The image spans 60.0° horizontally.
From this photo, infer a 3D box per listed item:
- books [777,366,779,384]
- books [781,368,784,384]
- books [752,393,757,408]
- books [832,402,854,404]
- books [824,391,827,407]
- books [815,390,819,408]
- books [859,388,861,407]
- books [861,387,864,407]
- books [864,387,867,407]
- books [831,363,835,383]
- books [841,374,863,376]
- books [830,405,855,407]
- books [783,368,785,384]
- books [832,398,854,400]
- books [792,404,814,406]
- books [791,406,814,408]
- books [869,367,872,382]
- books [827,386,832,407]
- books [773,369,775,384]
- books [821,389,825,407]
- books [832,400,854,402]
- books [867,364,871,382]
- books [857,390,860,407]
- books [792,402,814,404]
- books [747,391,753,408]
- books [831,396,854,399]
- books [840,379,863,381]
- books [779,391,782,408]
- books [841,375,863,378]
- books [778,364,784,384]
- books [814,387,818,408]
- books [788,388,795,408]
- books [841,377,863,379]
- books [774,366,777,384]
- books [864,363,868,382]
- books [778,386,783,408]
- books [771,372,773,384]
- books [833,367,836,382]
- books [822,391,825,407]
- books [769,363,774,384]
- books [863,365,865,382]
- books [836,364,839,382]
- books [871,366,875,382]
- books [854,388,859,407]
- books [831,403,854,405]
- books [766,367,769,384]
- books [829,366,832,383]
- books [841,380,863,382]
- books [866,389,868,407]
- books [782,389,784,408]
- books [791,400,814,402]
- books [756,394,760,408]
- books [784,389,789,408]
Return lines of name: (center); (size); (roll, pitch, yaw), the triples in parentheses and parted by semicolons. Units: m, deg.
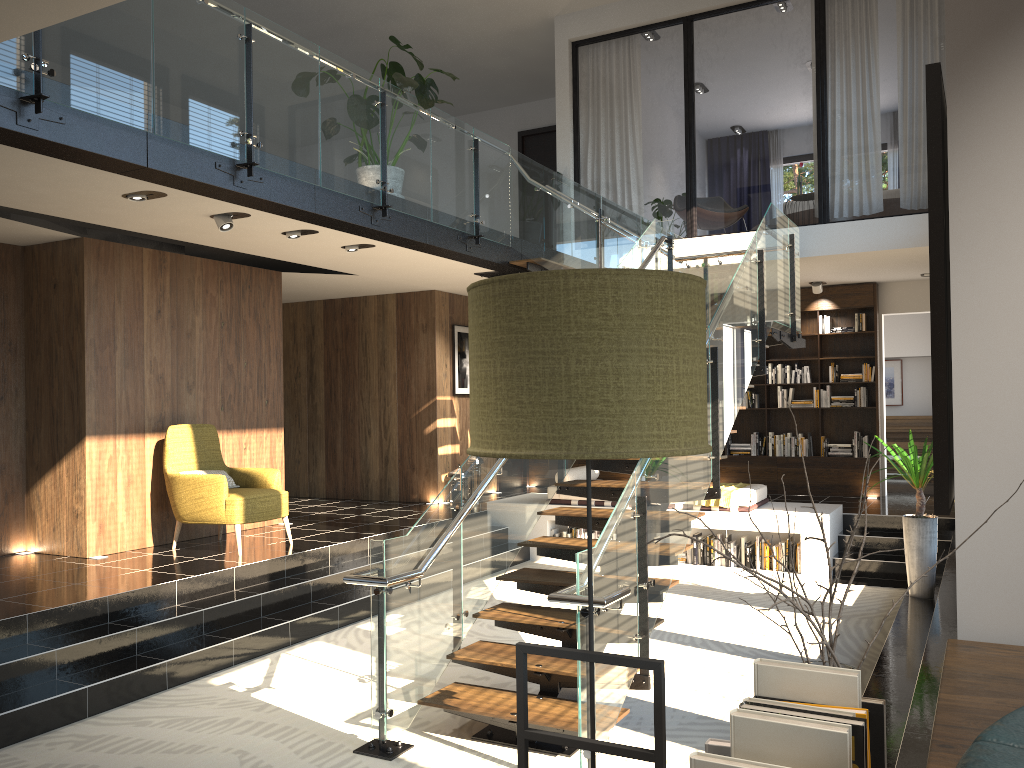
books: (3.521, -0.121, 11.682); (0.027, 0.239, 0.153); (-1, -1, 28)
books: (3.576, -0.103, 11.670); (0.026, 0.201, 0.146); (-1, -1, 28)
books: (3.246, 0.220, 11.845); (0.028, 0.210, 0.169); (-1, -1, 28)
books: (4.226, 0.236, 11.314); (0.247, 0.022, 0.148); (-2, -1, 29)
books: (4.038, 0.195, 11.377); (0.026, 0.209, 0.184); (-1, -1, 28)
books: (3.961, 0.188, 11.459); (0.037, 0.232, 0.231); (-1, -1, 28)
books: (4.412, 0.167, 11.206); (0.023, 0.246, 0.147); (-1, -1, 28)
books: (4.423, 0.163, 11.175); (0.026, 0.251, 0.178); (-1, -1, 28)
books: (4.456, 0.165, 11.184); (0.022, 0.247, 0.132); (-1, -1, 28)
books: (4.129, -0.146, 11.396); (0.023, 0.261, 0.146); (-1, -1, 28)
books: (4.336, -0.115, 11.303); (0.246, 0.021, 0.148); (-2, -1, 28)
books: (4.216, 0.282, 11.295); (0.288, 0.026, 0.175); (-2, -2, 32)
books: (3.595, -0.106, 11.657); (0.020, 0.206, 0.147); (-1, -1, 28)
books: (4.219, 0.193, 11.303); (0.260, 0.021, 0.167); (-2, -1, 26)
books: (3.784, 0.270, 11.538); (0.275, 0.025, 0.156); (-1, -1, 24)
books: (3.785, 0.296, 11.539); (0.274, 0.025, 0.156); (-1, -1, 25)
books: (4.516, -0.122, 11.162); (0.023, 0.189, 0.197); (-1, -1, 28)
books: (4.068, 0.160, 11.373); (0.031, 0.277, 0.168); (-1, -1, 28)
books: (3.475, -0.099, 11.706); (0.024, 0.197, 0.175); (-1, -1, 28)
books: (4.004, 0.185, 11.431); (0.025, 0.232, 0.156); (-1, -1, 28)
books: (4.220, 0.214, 11.305); (0.268, 0.022, 0.156); (-1, -1, 24)
books: (4.509, -0.139, 11.198); (0.023, 0.225, 0.146); (-1, -1, 28)
books: (4.387, 0.184, 11.209); (0.025, 0.212, 0.168); (-1, -1, 28)
books: (3.782, 0.245, 11.535); (0.261, 0.024, 0.167); (-1, -1, 25)
books: (3.201, 0.208, 11.866); (0.070, 0.236, 0.206); (-1, -1, 28)
books: (4.222, 0.172, 11.310); (0.272, 0.022, 0.156); (-2, -1, 27)
books: (4.333, -0.054, 11.296); (0.272, 0.021, 0.156); (-2, -1, 27)
books: (3.540, 0.205, 11.628); (0.023, 0.218, 0.196); (-1, -1, 28)
books: (4.330, -0.094, 11.290); (0.260, 0.020, 0.167); (-2, -1, 26)
books: (3.542, -0.131, 11.664); (0.028, 0.258, 0.208); (-1, -1, 28)
books: (3.928, 0.173, 11.465); (0.026, 0.263, 0.156); (-1, -1, 28)
books: (3.655, 0.181, 11.609); (0.067, 0.261, 0.159); (-1, -1, 28)
books: (4.331, -0.074, 11.292); (0.259, 0.020, 0.167); (-2, -1, 27)
books: (3.494, -0.115, 11.687); (0.027, 0.228, 0.208); (-1, -1, 28)
books: (4.478, -0.146, 11.195); (0.028, 0.240, 0.187); (-1, -1, 28)
books: (3.532, 0.173, 11.672); (0.030, 0.284, 0.176); (-1, -1, 28)
books: (3.460, -0.081, 11.730); (0.027, 0.162, 0.125); (-1, -1, 28)
books: (4.144, -0.115, 11.370); (0.026, 0.196, 0.147); (-1, -1, 28)
books: (4.023, 0.193, 11.407); (0.029, 0.214, 0.149); (-1, -1, 28)
books: (3.433, -0.135, 11.744); (0.031, 0.272, 0.158); (-1, -1, 28)
books: (4.459, -0.135, 11.216); (0.026, 0.219, 0.156); (-1, -1, 28)
books: (4.181, -0.138, 11.386); (0.025, 0.243, 0.119); (-1, -1, 28)
books: (4.550, -0.125, 11.145); (0.051, 0.194, 0.192); (-1, -1, 28)
books: (4.358, 0.169, 11.213); (0.030, 0.244, 0.176); (-1, -1, 28)
books: (4.221, 0.258, 11.306); (0.274, 0.022, 0.156); (-1, -1, 25)
books: (3.407, -0.112, 11.760); (0.030, 0.228, 0.176); (-1, -1, 28)
books: (4.110, -0.125, 11.410); (0.024, 0.219, 0.174); (-1, -1, 28)
books: (4.333, -0.032, 11.294); (0.266, 0.021, 0.156); (-2, -1, 26)
books: (4.479, 0.176, 11.190); (0.012, 0.224, 0.097); (-1, -1, 28)
books: (3.578, 0.191, 11.644); (0.030, 0.245, 0.166); (-1, -1, 28)
books: (3.784, 0.221, 11.540); (0.274, 0.025, 0.156); (-2, -2, 32)
books: (3.288, 0.232, 11.871); (0.022, 0.185, 0.127); (-1, -1, 28)
books: (3.595, 0.191, 11.606); (0.036, 0.244, 0.194); (-1, -1, 28)
